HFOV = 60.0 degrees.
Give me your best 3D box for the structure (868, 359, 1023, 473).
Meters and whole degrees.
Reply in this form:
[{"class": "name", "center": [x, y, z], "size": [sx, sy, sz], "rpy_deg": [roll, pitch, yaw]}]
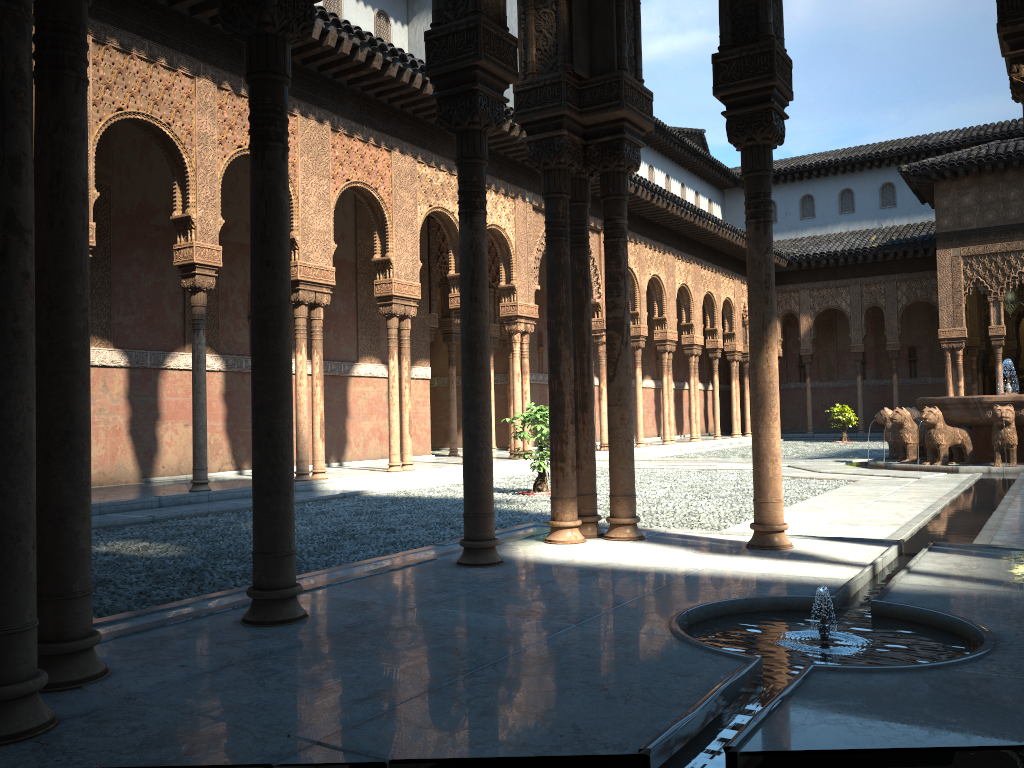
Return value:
[{"class": "structure", "center": [8.716, 0.549, 15.545], "size": [4.508, 1.991, 4.508], "rpy_deg": [-3, -3, 32]}]
